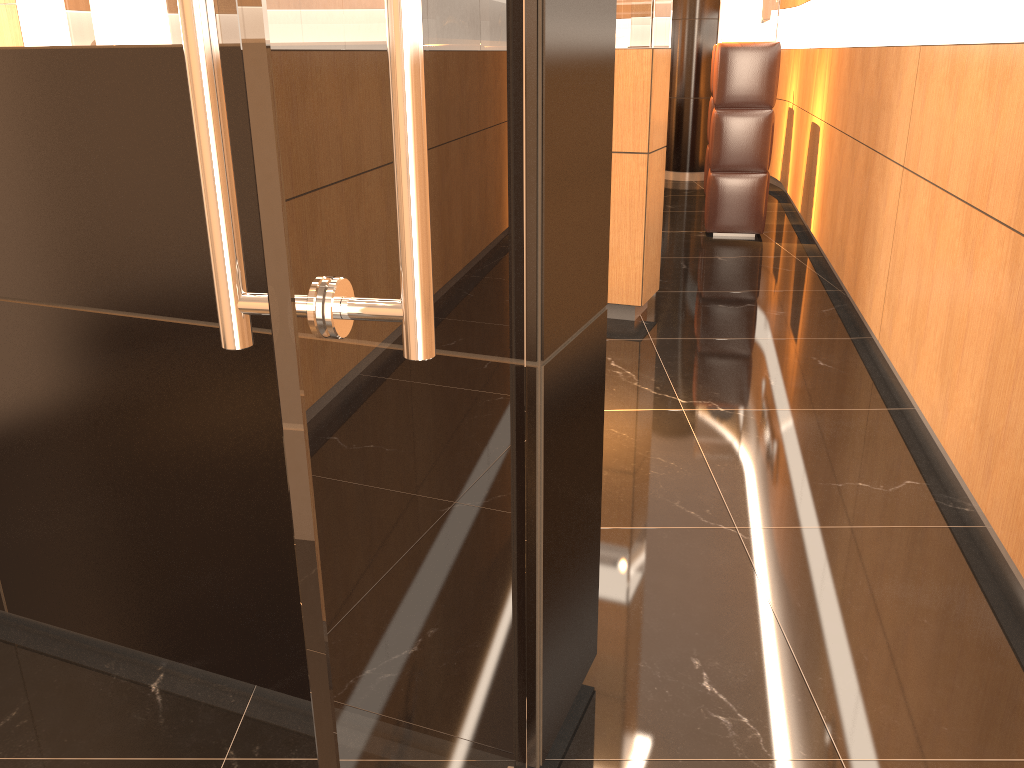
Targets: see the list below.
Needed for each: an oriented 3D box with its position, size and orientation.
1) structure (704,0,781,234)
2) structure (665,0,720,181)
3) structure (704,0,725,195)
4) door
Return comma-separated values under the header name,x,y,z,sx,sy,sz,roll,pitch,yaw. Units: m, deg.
name,x,y,z,sx,sy,sz,roll,pitch,yaw
structure,1.856,-2.228,7.117,0.498,1.968,0.484,3,21,10
structure,2.104,-4.105,10.140,0.613,3.430,0.613,5,21,15
structure,2.265,-2.930,9.035,0.498,2.000,0.484,3,21,10
door,-0.196,-0.272,0.133,0.098,3.285,2.473,4,21,11
